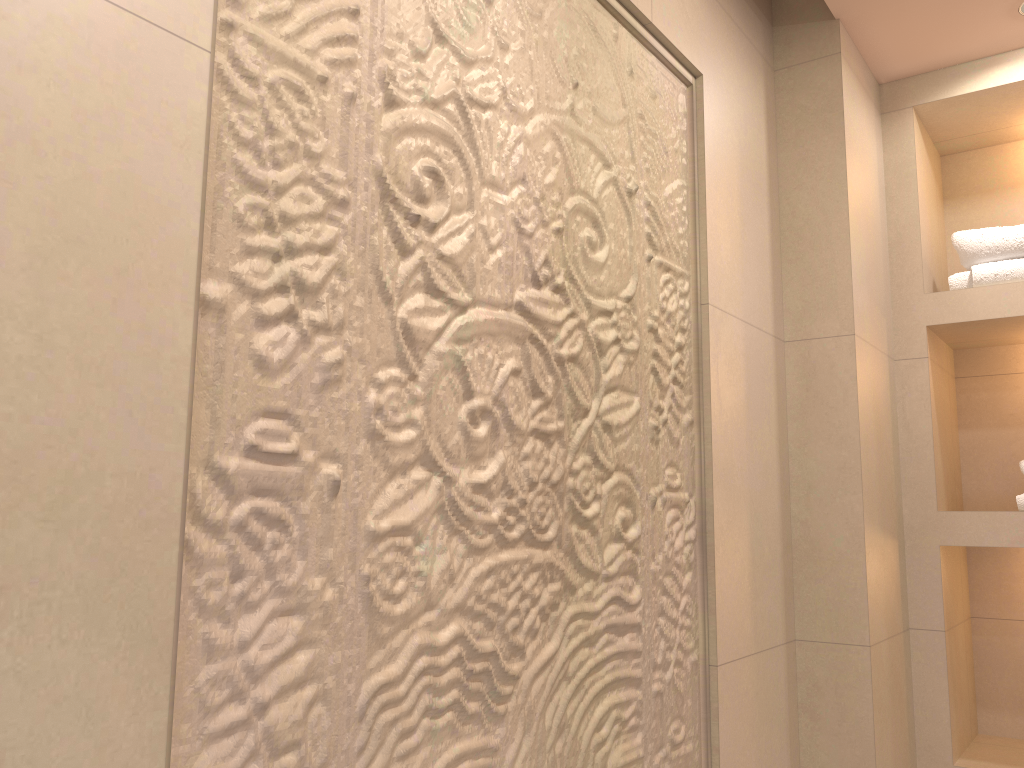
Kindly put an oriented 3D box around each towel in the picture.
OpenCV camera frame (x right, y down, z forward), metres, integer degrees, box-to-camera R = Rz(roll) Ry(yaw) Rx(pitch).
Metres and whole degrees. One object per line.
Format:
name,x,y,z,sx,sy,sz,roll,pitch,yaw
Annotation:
towel,0.491,-0.246,0.897,0.517,0.726,3.195,-5,-10,35

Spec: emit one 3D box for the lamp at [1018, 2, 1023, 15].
lamp,1.153,-0.856,1.926,0.097,0.069,0.097,-1,-9,12
